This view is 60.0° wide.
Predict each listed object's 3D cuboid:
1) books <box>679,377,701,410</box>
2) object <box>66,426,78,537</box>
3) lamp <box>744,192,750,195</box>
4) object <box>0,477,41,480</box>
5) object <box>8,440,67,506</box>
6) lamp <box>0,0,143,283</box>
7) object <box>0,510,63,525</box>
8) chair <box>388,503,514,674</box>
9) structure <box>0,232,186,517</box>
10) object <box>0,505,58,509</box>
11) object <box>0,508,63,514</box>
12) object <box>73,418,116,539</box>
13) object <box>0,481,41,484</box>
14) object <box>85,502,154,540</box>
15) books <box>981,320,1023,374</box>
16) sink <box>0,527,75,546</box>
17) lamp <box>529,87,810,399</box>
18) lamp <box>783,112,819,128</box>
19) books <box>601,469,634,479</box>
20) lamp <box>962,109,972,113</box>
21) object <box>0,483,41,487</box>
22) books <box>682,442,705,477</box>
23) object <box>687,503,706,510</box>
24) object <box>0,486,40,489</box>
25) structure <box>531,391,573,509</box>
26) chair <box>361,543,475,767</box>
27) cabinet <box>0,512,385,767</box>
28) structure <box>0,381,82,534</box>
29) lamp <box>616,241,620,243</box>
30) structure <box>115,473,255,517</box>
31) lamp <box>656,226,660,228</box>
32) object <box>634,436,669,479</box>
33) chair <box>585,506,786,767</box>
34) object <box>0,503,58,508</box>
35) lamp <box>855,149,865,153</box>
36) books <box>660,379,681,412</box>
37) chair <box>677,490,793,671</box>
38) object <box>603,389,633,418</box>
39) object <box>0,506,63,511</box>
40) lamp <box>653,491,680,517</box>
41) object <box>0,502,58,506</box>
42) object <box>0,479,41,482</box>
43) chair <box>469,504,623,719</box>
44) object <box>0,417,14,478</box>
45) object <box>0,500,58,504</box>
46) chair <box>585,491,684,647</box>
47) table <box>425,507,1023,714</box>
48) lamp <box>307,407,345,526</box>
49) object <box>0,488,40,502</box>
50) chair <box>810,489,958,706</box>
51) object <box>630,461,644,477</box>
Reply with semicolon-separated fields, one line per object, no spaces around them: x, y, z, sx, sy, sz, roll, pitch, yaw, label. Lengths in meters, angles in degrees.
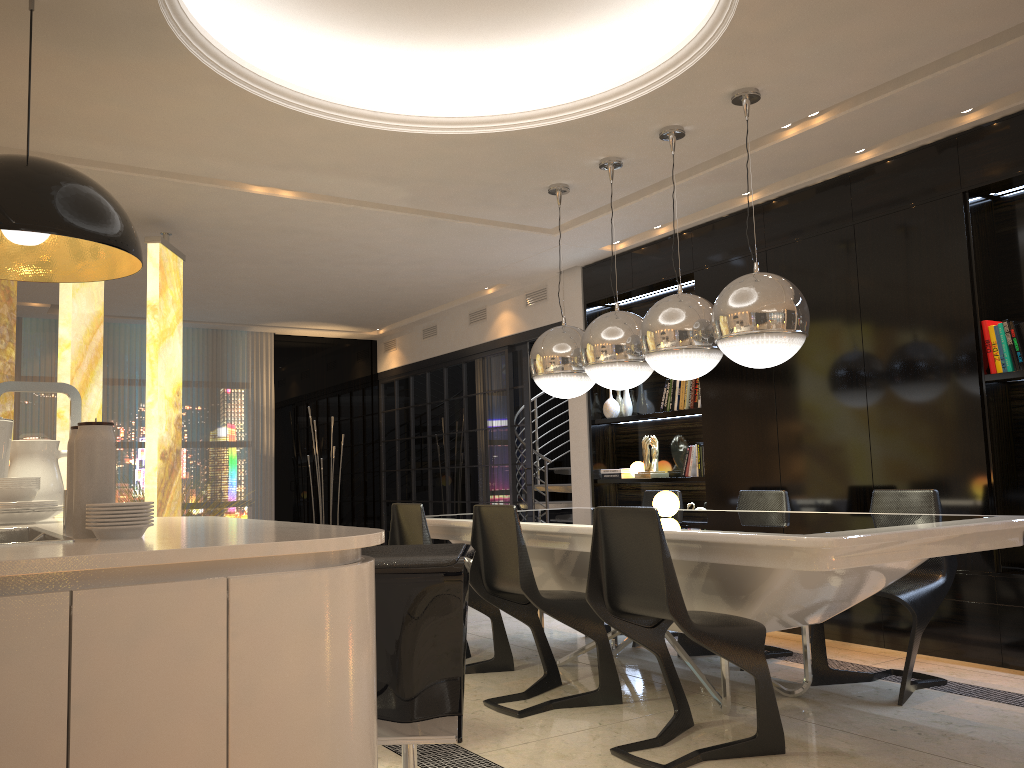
1.302;0.045;6.125;0.212;0.261;0.252;2;-7;-33;books
-0.825;0.183;1.722;0.071;0.219;0.071;-6;-7;34;object
1.430;-1.234;5.480;0.107;0.127;0.107;-7;-8;38;lamp
-1.398;0.289;2.483;0.138;0.051;0.138;-3;-6;15;object
-1.566;0.316;2.926;0.183;0.254;0.211;-4;-6;19;object
-1.600;-0.853;2.936;0.710;0.898;0.710;1;-6;-22;lamp
-1.395;0.374;2.474;0.264;0.033;0.264;-5;-7;26;object
-0.329;1.037;4.576;0.496;0.858;0.523;2;-7;-33;chair
-2.905;0.302;4.903;2.180;2.555;0.448;2;-7;-33;structure
-1.396;0.351;2.476;0.229;0.016;0.229;-2;-6;-3;object
-1.396;0.368;2.475;0.264;0.033;0.264;-5;-7;26;object
-0.768;0.172;1.633;0.071;0.219;0.071;3;-8;-42;object
-1.398;0.300;2.482;0.138;0.051;0.138;-3;-6;15;object
-0.694;0.242;1.571;0.111;0.062;0.111;-1;-6;-11;object
2.457;-0.185;4.304;0.210;0.270;0.236;2;-7;-33;books
-1.139;0.370;1.672;0.485;0.152;0.738;2;-7;-33;sink
0.670;-0.602;4.447;0.408;1.226;1.827;2;-7;-33;lamp
1.393;-1.352;4.349;0.107;0.127;0.271;2;-7;-33;lamp
0.842;0.687;6.790;0.209;0.073;0.266;2;-7;-29;books
2.189;-1.383;4.300;0.107;0.127;0.107;-7;-8;38;lamp
-1.398;0.306;2.482;0.138;0.051;0.138;-3;-6;15;object
1.309;0.519;6.084;0.182;0.232;0.284;2;-7;-30;books
1.290;0.977;6.123;0.092;0.310;0.193;-1;-6;-9;object
-1.397;0.312;2.481;0.138;0.051;0.138;-3;-6;15;object
0.485;-0.079;9.889;1.964;4.134;3.425;2;-7;-33;structure
-0.272;0.834;2.332;0.380;0.789;0.380;-2;-6;0;chair
-1.578;0.866;2.698;1.046;0.887;3.752;2;-7;-33;cabinet
-0.956;0.148;1.786;0.177;0.310;0.089;2;-7;-33;structure
0.751;-1.101;6.535;0.107;0.127;0.107;-7;-8;38;lamp
-3.208;1.370;8.219;1.282;1.142;1.275;-3;-6;13;structure
0.993;-1.149;6.159;0.107;0.127;0.107;-7;-8;38;lamp
1.011;0.532;6.465;0.177;0.311;0.177;2;-7;-33;object
0.594;0.857;3.141;0.496;0.858;0.523;2;-7;-33;chair
-1.396;0.346;2.477;0.229;0.016;0.229;-2;-6;-3;object
1.868;-1.320;4.799;0.107;0.127;0.107;-7;-8;38;lamp
1.189;0.070;6.300;0.207;0.256;0.245;2;-7;-34;books
1.188;0.998;4.667;0.496;0.858;0.523;2;-7;-33;chair
0.800;0.070;6.837;0.210;0.395;0.180;2;-7;-29;object
-1.396;0.362;2.476;0.264;0.033;0.264;-5;-7;26;object
0.729;0.567;4.196;0.125;0.125;0.125;-4;-6;18;lamp
-1.397;0.342;2.477;0.229;0.016;0.229;-2;-6;-3;object
-1.398;0.295;2.483;0.138;0.051;0.138;-3;-6;15;object
0.128;0.948;3.866;0.496;0.858;0.523;2;-7;-33;chair
-1.669;0.255;2.669;0.288;0.330;0.288;0;-6;-15;object
-1.397;0.337;2.478;0.229;0.016;0.229;-2;-6;-3;object
0.754;1.083;5.342;0.496;0.858;0.523;2;-7;-33;chair
0.687;1.017;4.224;1.293;0.759;3.031;2;-7;-33;table
-2.039;1.153;9.670;0.418;1.801;0.200;2;-7;-33;lamp
-1.397;0.318;2.480;0.138;0.051;0.138;-3;-6;15;object
1.645;0.908;3.957;0.496;0.858;0.523;2;-7;-33;chair
0.940;0.639;6.605;0.125;0.125;0.125;-3;-6;7;object
